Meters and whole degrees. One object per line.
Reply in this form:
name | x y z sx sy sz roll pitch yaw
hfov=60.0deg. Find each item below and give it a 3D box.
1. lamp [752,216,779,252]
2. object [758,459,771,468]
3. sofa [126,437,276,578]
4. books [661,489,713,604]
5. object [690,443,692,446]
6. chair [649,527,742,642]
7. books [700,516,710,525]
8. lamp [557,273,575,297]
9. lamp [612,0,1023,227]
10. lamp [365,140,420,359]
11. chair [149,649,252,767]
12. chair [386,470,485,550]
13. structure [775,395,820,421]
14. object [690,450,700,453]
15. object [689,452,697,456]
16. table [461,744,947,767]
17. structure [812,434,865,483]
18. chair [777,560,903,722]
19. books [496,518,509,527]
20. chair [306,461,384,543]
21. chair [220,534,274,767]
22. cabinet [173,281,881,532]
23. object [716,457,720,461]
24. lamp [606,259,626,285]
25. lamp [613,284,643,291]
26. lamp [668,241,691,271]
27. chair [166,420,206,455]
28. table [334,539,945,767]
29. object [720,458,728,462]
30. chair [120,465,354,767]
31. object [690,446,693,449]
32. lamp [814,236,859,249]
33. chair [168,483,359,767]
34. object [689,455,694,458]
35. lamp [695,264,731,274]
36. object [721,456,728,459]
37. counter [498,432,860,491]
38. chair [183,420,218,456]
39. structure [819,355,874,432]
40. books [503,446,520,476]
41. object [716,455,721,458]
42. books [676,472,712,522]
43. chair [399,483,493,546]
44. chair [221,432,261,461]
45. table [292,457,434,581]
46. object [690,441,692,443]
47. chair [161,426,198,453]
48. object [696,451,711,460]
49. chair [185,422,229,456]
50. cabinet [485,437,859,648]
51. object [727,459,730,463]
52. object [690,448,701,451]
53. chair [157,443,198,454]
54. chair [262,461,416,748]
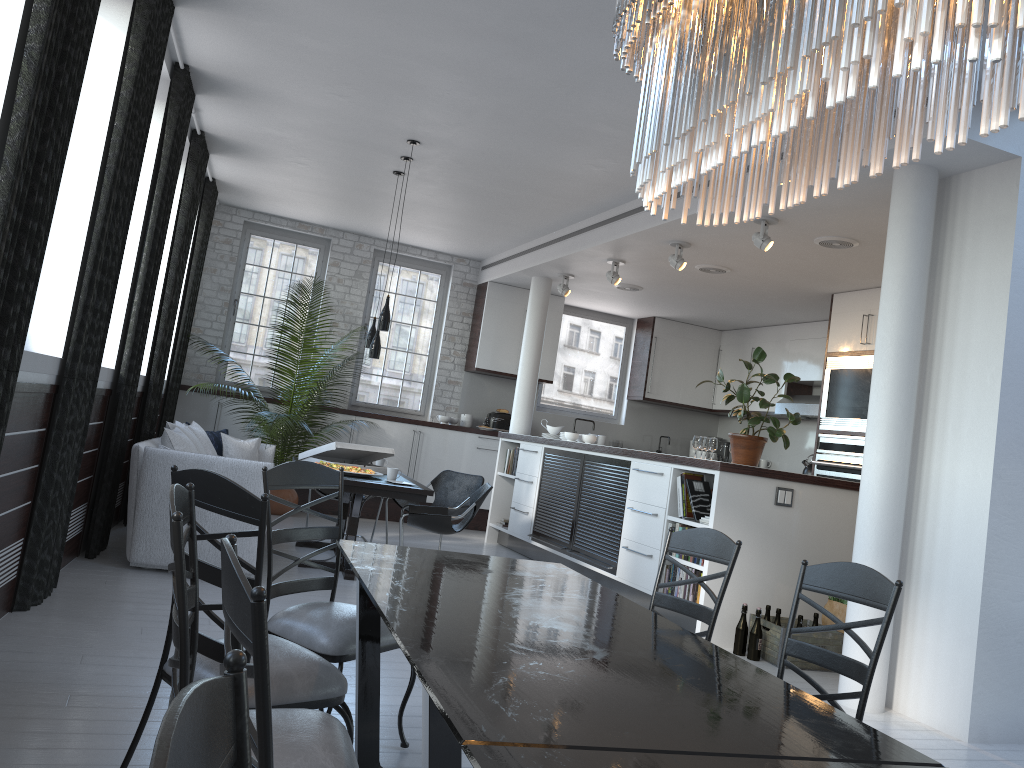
lamp | 1.846 -1.088 6.490 0.182 0.239 0.183 10 -5 -17
object | 3.197 1.038 11.257 0.138 0.152 0.108 10 -5 -13
sofa | -2.318 0.846 6.774 0.919 0.773 2.652 10 -4 -14
books | 1.428 1.142 6.197 0.491 0.801 0.540 10 -5 -21
object | 2.511 0.842 12.116 0.153 0.067 0.152 7 -4 25
chair | 0.371 0.914 2.765 0.502 0.968 0.496 10 -6 -21
books | 1.431 0.944 6.041 0.271 0.054 0.204 10 -4 -25
lamp | 0.581 -1.078 9.740 0.182 0.239 0.183 10 -5 -17
lamp | 0.610 -1.176 1.623 0.440 1.632 1.270 10 -5 -15
lamp | -0.990 -1.124 7.285 0.113 1.859 1.053 10 -5 -14
chair | -0.049 0.718 0.579 0.502 0.968 0.495 10 -5 -13
chair | -0.663 1.155 7.822 0.672 0.781 0.661 5 -6 34
structure | 3.568 0.272 10.148 0.521 0.251 1.041 10 -4 -21
object | 2.502 0.937 12.110 0.154 0.075 0.152 6 -5 37
object | 2.498 0.969 12.105 0.153 0.063 0.152 8 -4 9
table | 0.580 0.929 0.443 0.889 0.699 1.993 10 -4 -16
structure | 3.443 1.048 8.136 1.022 1.031 1.048 10 -5 -21
chair | 0.645 0.924 2.269 0.502 0.968 0.495 10 -5 -16
books | 0.064 1.374 9.433 0.292 0.325 0.472 10 -5 -23
chair | -1.565 1.042 8.169 0.670 0.781 0.663 10 -5 -16
chair | -0.236 0.726 1.260 0.502 0.959 0.490 11 -6 -22
cabinet | 0.786 0.254 8.012 7.211 3.011 7.293 10 -4 -21
object | 2.717 1.019 11.627 0.094 0.098 0.093 9 -5 -4
lamp | 1.003 -1.081 8.657 0.182 0.239 0.183 10 -5 -17
lamp | 1.294 -1.075 9.892 0.329 0.025 0.327 5 -5 44
lamp | 1.424 -1.085 7.574 0.182 0.239 0.183 10 -5 -17
chair | -2.453 0.555 6.763 0.391 0.508 0.596 10 -5 -14
table | 0.009 0.961 2.358 0.889 0.699 1.993 10 -4 -16
object | 2.755 1.018 11.529 0.094 0.098 0.093 9 -5 -4
chair | -0.733 0.731 2.459 0.497 0.968 0.501 5 -6 36
object | 2.507 0.872 12.116 0.153 0.076 0.153 8 -4 0
lamp | 2.493 -1.085 6.813 0.327 0.025 0.328 10 -4 -22
chair | -0.544 0.724 1.875 0.502 0.968 0.495 10 -5 -17
object | 2.494 0.999 12.103 0.153 0.074 0.152 10 -4 -18
lamp | 1.893 -1.080 8.354 0.328 0.025 0.328 9 -4 -16
object | 2.759 0.989 11.532 0.094 0.098 0.093 9 -5 -4
counter | 1.271 0.660 8.041 1.443 0.061 4.197 10 -4 -21
chair | -2.569 0.546 7.234 0.374 0.466 0.564 10 -5 -14
structure | 3.630 0.163 8.247 0.955 0.706 1.031 10 -4 -21
books | 0.119 0.823 9.460 0.253 0.324 0.509 10 -4 -21
object | 2.723 0.990 11.632 0.094 0.098 0.093 9 -5 -4
books | 1.314 0.804 6.282 0.186 0.329 0.323 10 -5 -21
chair | -0.534 1.111 6.787 0.664 0.781 0.669 9 -5 -6
chair | -2.401 0.669 7.840 0.220 0.440 0.455 4 -6 39
table | -1.306 1.049 7.064 0.957 0.705 1.914 10 -4 -14
object | 2.513 0.810 12.122 0.153 0.070 0.152 7 -4 26
chair | -2.327 0.540 6.307 0.359 0.438 0.528 10 -5 -13
object | 2.547 0.978 11.851 0.134 0.152 0.250 10 -4 -19
chair | -2.678 0.591 7.668 0.334 0.501 0.621 7 -5 19
cabinet | 1.188 1.241 7.973 1.497 1.175 4.166 10 -4 -21
object | 2.816 1.035 11.658 0.094 0.098 0.093 9 -5 -4
object | 2.504 0.908 12.114 0.153 0.060 0.153 10 -4 -20
chair | -2.151 0.616 5.791 0.468 0.396 0.233 5 -6 37
chair | -0.630 0.788 3.142 0.504 0.968 0.494 5 -6 32
